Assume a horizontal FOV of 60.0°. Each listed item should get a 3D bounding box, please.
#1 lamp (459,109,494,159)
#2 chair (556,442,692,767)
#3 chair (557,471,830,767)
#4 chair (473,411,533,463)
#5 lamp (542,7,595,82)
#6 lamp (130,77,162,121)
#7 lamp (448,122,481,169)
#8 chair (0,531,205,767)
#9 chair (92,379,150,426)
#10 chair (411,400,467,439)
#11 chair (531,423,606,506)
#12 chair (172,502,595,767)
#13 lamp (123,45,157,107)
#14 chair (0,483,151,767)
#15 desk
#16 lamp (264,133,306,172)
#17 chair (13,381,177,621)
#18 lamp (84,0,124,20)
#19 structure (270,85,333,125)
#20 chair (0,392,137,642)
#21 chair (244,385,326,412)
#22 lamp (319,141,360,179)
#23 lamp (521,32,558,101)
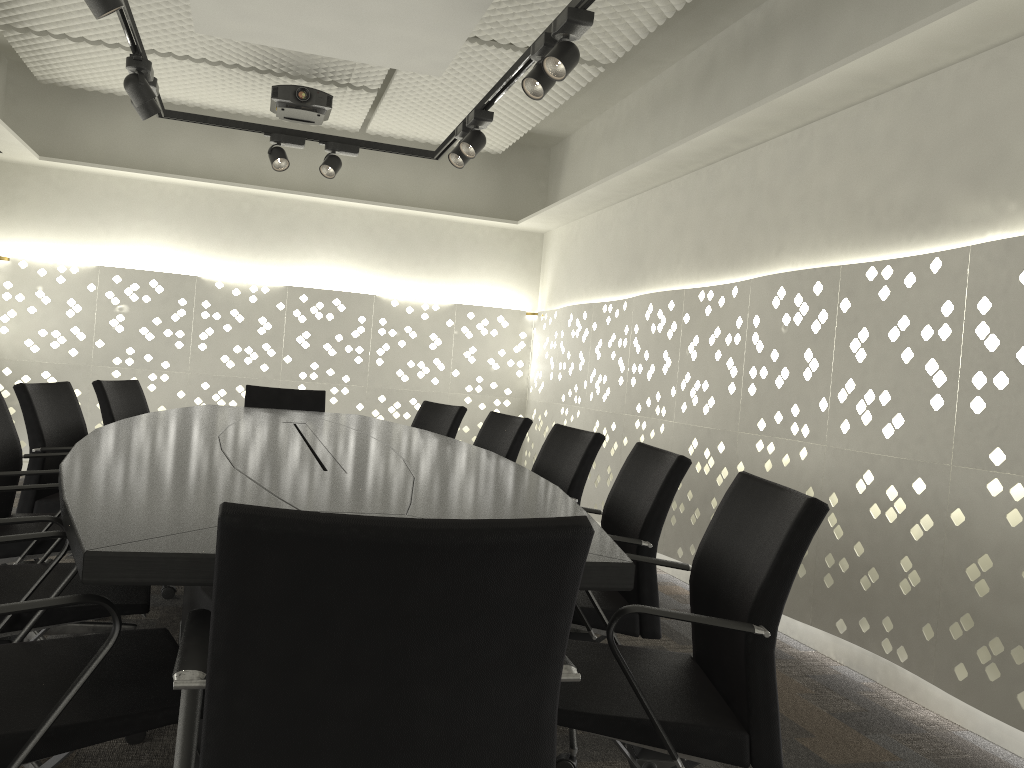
[{"bbox_3d":[-0.169,-1.126,3.971,0.126,0.224,0.213,5,0,-14],"label":"lamp"},{"bbox_3d":[0.159,0.529,2.299,0.579,0.757,0.559,5,0,-2],"label":"chair"},{"bbox_3d":[0.252,0.542,1.613,0.579,0.757,0.559,5,0,3],"label":"chair"},{"bbox_3d":[-0.224,0.487,3.586,0.579,0.757,0.559,5,0,-17],"label":"chair"},{"bbox_3d":[0.167,-1.089,2.840,0.126,0.224,0.213,5,0,-14],"label":"lamp"},{"bbox_3d":[-1.574,-1.242,3.835,0.126,0.224,0.213,5,0,-14],"label":"lamp"},{"bbox_3d":[-0.232,-1.133,4.186,0.126,0.224,0.213,5,0,-14],"label":"lamp"},{"bbox_3d":[-0.783,0.458,1.373,0.579,0.757,0.559,5,0,-27],"label":"chair"},{"bbox_3d":[-1.557,0.374,3.910,0.579,0.757,0.559,5,0,3],"label":"chair"},{"bbox_3d":[-0.528,0.457,4.200,0.579,0.757,0.559,5,0,-27],"label":"chair"},{"bbox_3d":[0.002,0.511,2.956,0.579,0.757,0.559,5,0,-12],"label":"chair"},{"bbox_3d":[-0.209,0.507,1.167,0.559,0.757,0.579,5,0,-12],"label":"chair"},{"bbox_3d":[-1.511,-1.235,3.621,0.126,0.224,0.213,5,0,-14],"label":"lamp"},{"bbox_3d":[-1.073,0.429,1.915,0.579,0.757,0.559,5,0,-17],"label":"chair"},{"bbox_3d":[-0.675,0.507,2.793,1.223,0.658,3.364,5,0,-17],"label":"desk"},{"bbox_3d":[-1.188,-1.216,4.616,0.213,0.224,0.126,5,0,-14],"label":"lamp"},{"bbox_3d":[-1.482,0.386,3.176,0.579,0.757,0.559,5,0,-2],"label":"chair"},{"bbox_3d":[-1.231,-1.205,2.678,0.126,0.224,0.213,5,0,-14],"label":"lamp"},{"bbox_3d":[-1.178,-1.556,4.948,0.327,0.144,0.371,5,0,-17],"label":"structure"},{"bbox_3d":[-1.345,0.402,2.553,0.579,0.757,0.559,5,0,-12],"label":"chair"},{"bbox_3d":[-1.154,0.403,4.508,0.559,0.757,0.579,5,0,-12],"label":"chair"},{"bbox_3d":[-0.919,-1.194,4.706,0.214,0.224,0.118,5,0,-28],"label":"lamp"},{"bbox_3d":[0.104,-1.096,3.054,0.126,0.224,0.213,5,0,-14],"label":"lamp"}]
